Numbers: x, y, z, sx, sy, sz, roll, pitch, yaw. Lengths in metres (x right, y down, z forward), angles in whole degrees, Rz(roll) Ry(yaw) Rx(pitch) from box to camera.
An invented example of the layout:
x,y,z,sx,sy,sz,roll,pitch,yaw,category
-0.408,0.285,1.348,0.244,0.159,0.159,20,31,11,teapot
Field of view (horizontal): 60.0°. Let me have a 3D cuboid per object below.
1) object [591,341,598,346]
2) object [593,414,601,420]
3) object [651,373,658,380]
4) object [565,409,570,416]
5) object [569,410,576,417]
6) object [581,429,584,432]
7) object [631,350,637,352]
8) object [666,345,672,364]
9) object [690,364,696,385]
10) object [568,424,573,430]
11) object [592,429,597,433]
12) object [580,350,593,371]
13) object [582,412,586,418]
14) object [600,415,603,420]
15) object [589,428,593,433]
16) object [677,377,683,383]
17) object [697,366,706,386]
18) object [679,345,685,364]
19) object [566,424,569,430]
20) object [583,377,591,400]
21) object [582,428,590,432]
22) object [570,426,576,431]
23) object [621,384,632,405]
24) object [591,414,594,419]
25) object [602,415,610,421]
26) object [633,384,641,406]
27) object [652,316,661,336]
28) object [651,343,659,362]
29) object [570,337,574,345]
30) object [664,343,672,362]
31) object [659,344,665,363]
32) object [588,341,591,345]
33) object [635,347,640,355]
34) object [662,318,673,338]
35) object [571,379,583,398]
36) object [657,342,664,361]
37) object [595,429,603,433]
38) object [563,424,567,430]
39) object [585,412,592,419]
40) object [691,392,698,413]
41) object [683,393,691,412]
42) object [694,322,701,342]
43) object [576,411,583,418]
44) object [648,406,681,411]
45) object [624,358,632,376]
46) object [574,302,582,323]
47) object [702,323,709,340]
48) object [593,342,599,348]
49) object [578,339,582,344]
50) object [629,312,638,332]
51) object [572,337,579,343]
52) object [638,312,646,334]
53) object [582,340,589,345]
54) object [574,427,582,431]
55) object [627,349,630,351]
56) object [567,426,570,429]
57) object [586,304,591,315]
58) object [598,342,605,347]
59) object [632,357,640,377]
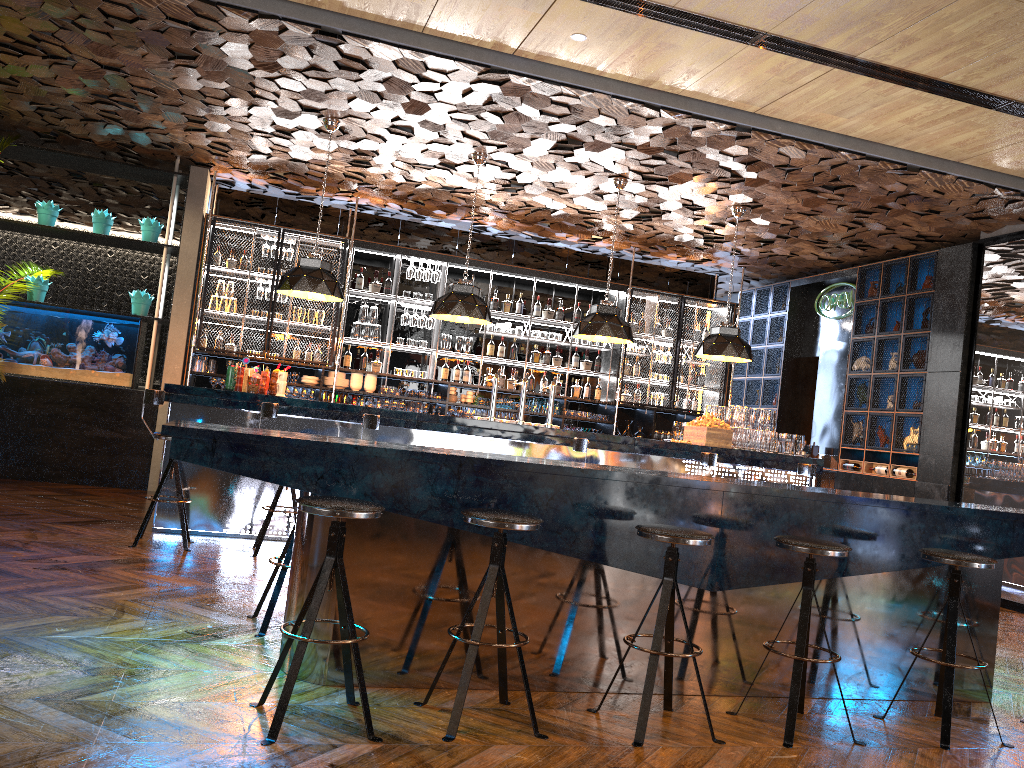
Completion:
x,y,z,sx,sy,sz,roll,pitch,yaw,category
1.058,-0.526,11.334,0.089,0.092,0.089,6,-3,23,object
1.075,0.418,11.234,0.088,0.070,0.098,6,-3,19,object
1.846,-0.097,11.553,0.089,0.092,0.089,8,-3,-32,object
0.676,0.360,11.080,0.084,0.082,0.084,8,-3,-24,object
0.754,0.370,11.101,0.084,0.082,0.084,7,-3,-16,object
0.896,0.633,11.294,0.106,0.148,0.106,6,-3,12,object
1.577,-0.458,11.509,0.089,0.092,0.089,6,-3,9,object
2.089,-0.396,11.795,0.092,0.244,0.092,8,-3,-22,object
2.408,-0.123,11.814,0.086,0.299,0.086,5,-3,32,object
0.734,0.595,11.137,0.089,0.174,0.089,5,-3,34,object
1.059,0.651,11.320,0.107,0.152,0.107,7,-3,-3,object
0.954,-0.301,11.359,0.123,0.279,0.123,8,-3,-28,object
0.915,0.395,11.250,0.084,0.082,0.084,7,-3,-10,object
1.155,0.431,11.309,0.098,0.070,0.088,6,-3,10,object
1.018,0.652,11.443,0.107,0.152,0.107,7,-3,-11,object
2.210,-0.048,11.706,0.089,0.092,0.089,8,-3,-32,object
2.537,-0.098,11.850,0.083,0.282,0.083,7,-3,-7,object
2.236,-0.385,11.666,0.092,0.244,0.092,8,-3,-22,object
0.685,0.593,11.224,0.089,0.174,0.089,5,-3,34,object
0.969,0.059,11.388,0.086,0.298,0.086,5,-3,32,object
0.930,0.632,11.182,0.106,0.148,0.106,7,-3,-7,object
0.787,0.619,11.259,0.106,0.148,0.106,6,-3,16,object
1.481,0.134,11.514,0.123,0.279,0.123,8,-3,-28,object
1.048,0.420,11.328,0.088,0.070,0.098,6,-3,6,object
1.186,0.430,11.215,0.088,0.070,0.098,7,-3,-7,object
1.638,0.143,11.579,0.086,0.299,0.086,5,-3,32,object
1.909,-0.755,11.667,0.083,0.282,0.083,7,-3,-17,object
1.891,-0.422,11.735,0.092,0.244,0.092,8,-3,-22,object
0.790,-0.554,11.408,0.089,0.092,0.089,5,-3,28,object
2.043,-0.410,11.608,0.092,0.244,0.092,8,-3,-22,object
1.995,-0.409,11.766,0.092,0.244,0.092,8,-3,-22,object
0.981,-0.528,11.476,0.089,0.092,0.089,8,-3,-31,object
1.659,-0.440,11.692,0.089,0.092,0.089,6,-3,9,object
2.056,-0.734,11.712,0.123,0.279,0.123,7,-3,-13,object
0.824,0.065,11.329,0.151,0.248,0.094,7,-3,-8,object
1.938,-0.424,11.577,0.092,0.244,0.092,8,-3,-22,object
1.094,0.650,11.208,0.107,0.152,0.107,6,-3,9,object
0.649,0.581,11.049,0.089,0.174,0.089,5,-3,34,object
0.960,0.396,11.161,0.084,0.082,0.084,8,-3,-34,object
2.443,0.250,11.832,0.086,0.298,0.086,5,-3,32,object
2.327,0.241,11.783,0.083,0.282,0.083,8,-3,-32,object
2.474,-0.681,11.837,0.083,0.282,0.083,7,-3,-2,object
0.847,0.382,11.127,0.084,0.082,0.084,7,-3,1,object
2.003,0.330,11.627,0.437,0.019,0.273,7,-3,-17,object
1.485,-0.216,11.532,0.151,0.248,0.094,7,-3,-8,object
0.846,-0.900,11.350,0.086,0.299,0.086,5,-3,32,object
2.601,-0.672,11.904,0.086,0.298,0.086,5,-3,37,object
1.082,-0.515,11.519,0.089,0.092,0.089,6,-3,23,object
0.874,-0.541,11.469,0.089,0.092,0.089,8,-3,-31,object
1.567,-0.796,11.549,0.123,0.279,0.123,7,-3,-8,object
0.808,-0.558,11.268,0.089,0.092,0.089,8,-3,-31,object
1.706,-0.788,11.609,0.086,0.297,0.086,5,-3,32,object
0.937,-0.540,11.337,0.089,0.092,0.089,7,-3,-17,object
0.819,0.617,11.147,0.106,0.148,0.106,7,-3,2,object
1.484,-0.471,11.456,0.089,0.092,0.089,6,-3,9,object
0.751,0.620,11.371,0.106,0.148,0.106,7,-3,2,object
0.994,-0.879,11.424,0.086,0.298,0.086,5,-3,32,object
1.151,-0.514,11.369,0.089,0.092,0.089,8,-3,-31,object
1.631,-0.221,11.591,0.086,0.298,0.086,5,-3,32,object
